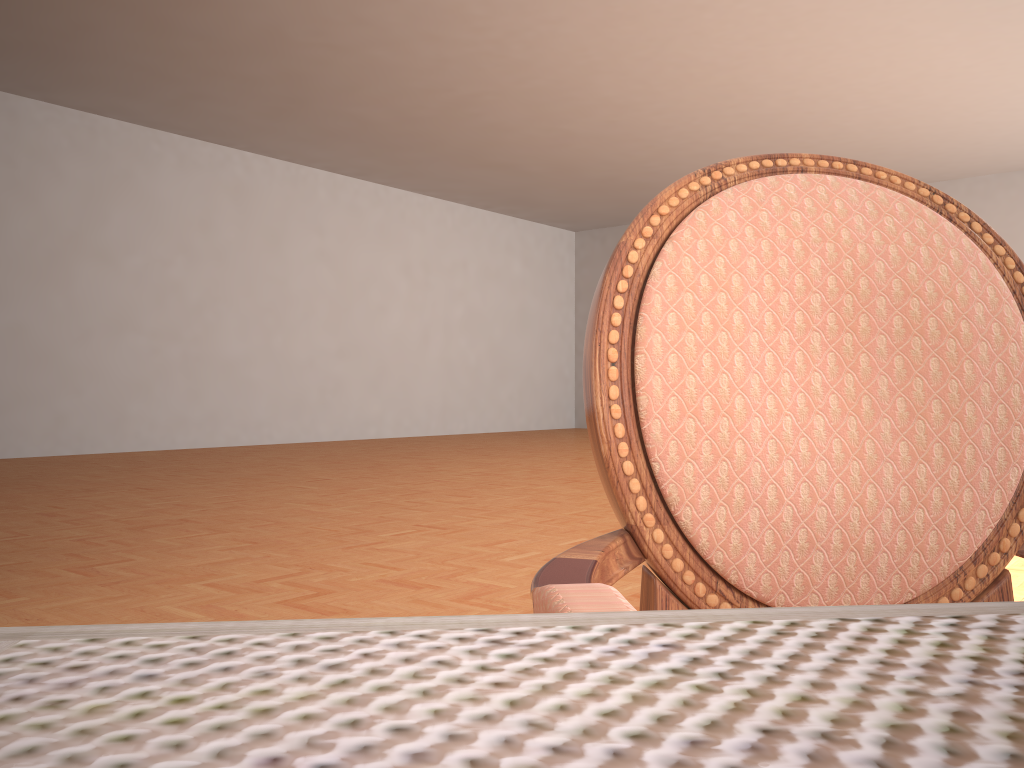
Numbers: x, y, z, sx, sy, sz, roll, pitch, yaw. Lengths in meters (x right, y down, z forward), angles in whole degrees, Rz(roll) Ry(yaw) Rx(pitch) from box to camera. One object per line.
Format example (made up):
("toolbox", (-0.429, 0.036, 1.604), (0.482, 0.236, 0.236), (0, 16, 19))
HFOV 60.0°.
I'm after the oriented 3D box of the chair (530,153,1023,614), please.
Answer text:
("chair", (0.270, 0.265, 0.508), (0.521, 0.931, 0.593), (0, 0, -6))
